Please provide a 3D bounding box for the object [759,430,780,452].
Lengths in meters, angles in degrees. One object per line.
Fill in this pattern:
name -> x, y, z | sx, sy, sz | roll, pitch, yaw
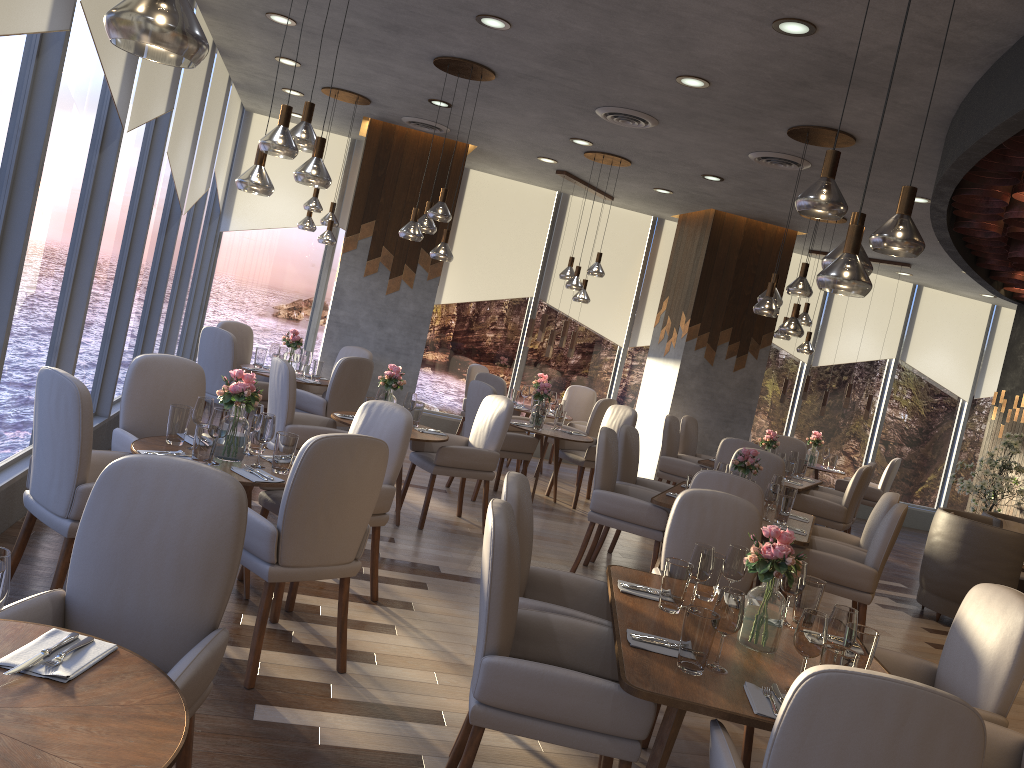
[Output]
object -> 2.490, 0.652, 8.623 | 0.197, 0.415, 0.211 | 11, 3, -35

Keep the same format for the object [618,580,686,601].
object -> 0.524, 0.781, 3.332 | 0.255, 0.019, 0.157 | 13, 4, 3

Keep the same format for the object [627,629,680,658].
object -> 0.484, 0.812, 2.761 | 0.255, 0.019, 0.157 | 13, 4, 3

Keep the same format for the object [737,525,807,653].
object -> 0.863, 0.681, 2.990 | 0.210, 0.415, 0.198 | 13, 2, 0

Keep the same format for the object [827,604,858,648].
object -> 1.010, 0.814, 2.751 | 0.092, 0.244, 0.092 | 10, 3, -44

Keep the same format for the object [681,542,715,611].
object -> 0.676, 0.707, 3.227 | 0.092, 0.244, 0.092 | 13, 2, 23

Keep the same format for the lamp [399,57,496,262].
lamp -> -0.471, -1.538, 6.155 | 0.439, 1.325, 0.440 | 12, 2, -11

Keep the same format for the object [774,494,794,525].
object -> 1.740, 0.806, 5.687 | 0.102, 0.178, 0.102 | 14, 3, 37

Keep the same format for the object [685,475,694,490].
object -> 1.151, 0.678, 5.648 | 0.102, 0.178, 0.102 | 14, 3, 36

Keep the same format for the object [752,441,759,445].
object -> 2.418, 0.700, 8.903 | 0.092, 0.244, 0.092 | 11, 3, -35

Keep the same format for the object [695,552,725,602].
object -> 0.761, 0.745, 3.434 | 0.102, 0.178, 0.102 | 13, 3, 7

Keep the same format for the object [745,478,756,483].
object -> 1.470, 0.721, 5.567 | 0.092, 0.244, 0.092 | 13, 2, 3

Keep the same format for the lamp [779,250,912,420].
lamp -> 3.908, -0.562, 10.552 | 1.165, 1.929, 0.118 | 14, 3, 32

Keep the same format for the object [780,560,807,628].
object -> 1.044, 0.782, 3.324 | 0.092, 0.244, 0.092 | 13, 2, 7

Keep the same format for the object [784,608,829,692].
object -> 0.869, 0.792, 2.613 | 0.092, 0.244, 0.092 | 13, 2, 8

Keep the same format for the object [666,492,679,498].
object -> 1.143, 0.746, 5.817 | 0.255, 0.019, 0.157 | 14, 4, 20

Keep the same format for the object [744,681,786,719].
object -> 0.740, 0.887, 2.489 | 0.157, 0.019, 0.255 | 13, 4, 5

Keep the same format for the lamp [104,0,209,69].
lamp -> -0.603, -1.246, 1.512 | 0.438, 1.325, 0.440 | 12, 2, -14

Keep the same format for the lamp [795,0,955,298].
lamp -> 1.236, -0.935, 2.921 | 0.441, 1.325, 0.438 | 14, 2, 26

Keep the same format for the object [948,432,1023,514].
object -> 4.409, 1.170, 8.201 | 0.746, 1.614, 0.790 | 12, 2, -7

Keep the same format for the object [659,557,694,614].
object -> 0.580, 0.723, 3.168 | 0.102, 0.178, 0.102 | 13, 3, 9

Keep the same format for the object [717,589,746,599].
object -> 0.900, 0.854, 3.484 | 0.157, 0.019, 0.255 | 13, 4, 1

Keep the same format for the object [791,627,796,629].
object -> 1.145, 0.926, 3.224 | 0.255, 0.019, 0.157 | 13, 4, 4

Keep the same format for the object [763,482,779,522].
object -> 1.644, 0.753, 5.657 | 0.092, 0.244, 0.092 | 12, 2, -21

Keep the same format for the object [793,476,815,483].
object -> 2.830, 0.923, 8.675 | 0.256, 0.019, 0.157 | 15, 4, 31

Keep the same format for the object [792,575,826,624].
object -> 1.127, 0.830, 3.383 | 0.102, 0.178, 0.102 | 10, 3, -39

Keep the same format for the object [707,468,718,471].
object -> 1.260, 0.667, 5.678 | 0.092, 0.244, 0.092 | 13, 2, 0

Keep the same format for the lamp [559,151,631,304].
lamp -> 0.727, -1.406, 8.085 | 0.439, 1.325, 0.440 | 12, 2, -6

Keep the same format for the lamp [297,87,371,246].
lamp -> -1.613, -1.911, 7.883 | 0.441, 1.325, 0.438 | 15, 3, 44

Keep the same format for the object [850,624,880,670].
object -> 1.094, 0.862, 2.811 | 0.102, 0.178, 0.102 | 13, 3, 20

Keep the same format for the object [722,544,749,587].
object -> 0.830, 0.733, 3.344 | 0.092, 0.244, 0.092 | 13, 2, 3

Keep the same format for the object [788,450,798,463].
object -> 2.787, 0.788, 8.822 | 0.092, 0.244, 0.092 | 12, 2, -17

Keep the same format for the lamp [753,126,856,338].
lamp -> 1.900, -0.993, 5.880 | 0.439, 1.325, 0.440 | 12, 2, -8

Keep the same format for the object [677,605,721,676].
object -> 0.540, 0.754, 2.597 | 0.102, 0.178, 0.102 | 13, 3, 9

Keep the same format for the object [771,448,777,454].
object -> 2.605, 0.739, 8.937 | 0.092, 0.244, 0.092 | 13, 2, 7

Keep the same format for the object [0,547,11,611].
object -> -1.024, 0.438, 1.698 | 0.092, 0.244, 0.092 | 12, 2, -22

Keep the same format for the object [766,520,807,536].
object -> 1.710, 0.892, 5.524 | 0.255, 0.019, 0.157 | 14, 4, 21

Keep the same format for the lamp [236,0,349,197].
lamp -> -0.902, -1.483, 3.980 | 0.438, 1.325, 0.441 | 12, 2, -20

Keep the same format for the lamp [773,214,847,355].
lamp -> 2.853, -0.967, 8.558 | 0.438, 1.325, 0.441 | 11, 3, -28

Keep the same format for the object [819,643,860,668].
object -> 0.916, 0.843, 2.520 | 0.102, 0.178, 0.102 | 12, 3, -18

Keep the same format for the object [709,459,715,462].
object -> 2.039, 0.755, 8.560 | 0.256, 0.019, 0.157 | 15, 4, 30

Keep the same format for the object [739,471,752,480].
object -> 1.641, 0.709, 6.279 | 0.092, 0.244, 0.092 | 15, 3, 43

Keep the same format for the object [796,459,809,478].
object -> 2.887, 0.842, 8.834 | 0.102, 0.178, 0.102 | 11, 3, -33

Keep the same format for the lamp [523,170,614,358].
lamp -> 0.605, -1.236, 9.705 | 0.118, 1.929, 1.158 | 14, 3, 32

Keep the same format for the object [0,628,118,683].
object -> -0.947, 0.562, 1.833 | 0.157, 0.019, 0.255 | 13, 4, 4

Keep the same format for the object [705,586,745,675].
object -> 0.637, 0.737, 2.656 | 0.092, 0.244, 0.092 | 12, 2, -22
